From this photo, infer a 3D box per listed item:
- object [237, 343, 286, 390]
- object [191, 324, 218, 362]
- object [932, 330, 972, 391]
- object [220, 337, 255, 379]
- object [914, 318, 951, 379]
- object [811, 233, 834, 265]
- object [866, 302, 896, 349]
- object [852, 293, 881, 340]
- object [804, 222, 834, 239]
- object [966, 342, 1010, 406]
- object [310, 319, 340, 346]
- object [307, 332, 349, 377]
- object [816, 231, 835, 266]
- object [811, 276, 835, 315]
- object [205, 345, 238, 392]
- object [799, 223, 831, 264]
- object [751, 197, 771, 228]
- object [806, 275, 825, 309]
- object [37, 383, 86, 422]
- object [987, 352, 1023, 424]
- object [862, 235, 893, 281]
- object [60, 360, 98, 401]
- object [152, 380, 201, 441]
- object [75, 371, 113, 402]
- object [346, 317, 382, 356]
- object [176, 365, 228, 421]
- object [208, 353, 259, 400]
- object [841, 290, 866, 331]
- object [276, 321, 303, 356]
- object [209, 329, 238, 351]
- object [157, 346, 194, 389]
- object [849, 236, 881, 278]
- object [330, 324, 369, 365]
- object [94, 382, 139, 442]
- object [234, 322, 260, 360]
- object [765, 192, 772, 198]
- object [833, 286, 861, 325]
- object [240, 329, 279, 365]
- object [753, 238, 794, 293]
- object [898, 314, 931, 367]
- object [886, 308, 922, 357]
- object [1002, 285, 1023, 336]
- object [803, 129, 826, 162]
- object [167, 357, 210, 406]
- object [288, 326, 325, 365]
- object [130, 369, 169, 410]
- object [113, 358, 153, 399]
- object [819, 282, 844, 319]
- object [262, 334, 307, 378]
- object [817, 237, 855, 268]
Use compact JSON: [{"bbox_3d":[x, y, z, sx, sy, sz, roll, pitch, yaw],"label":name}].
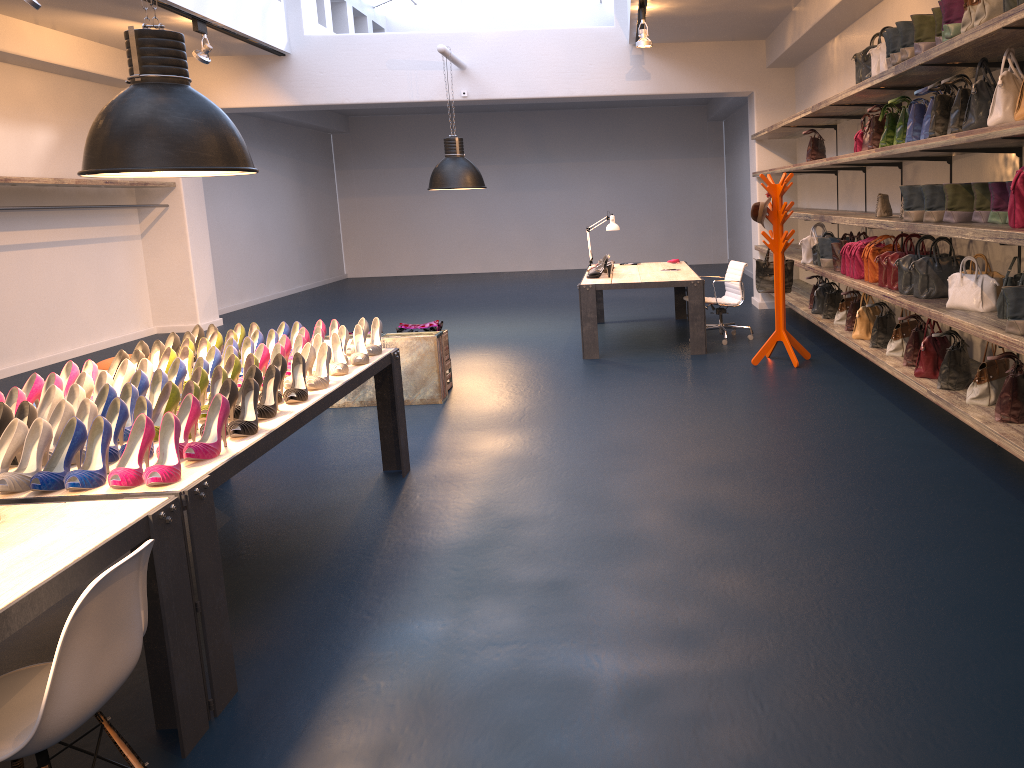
[{"bbox_3d":[-1.175,-0.082,4.084,0.196,0.194,0.251,-1,11,12],"label":"object"},{"bbox_3d":[-1.758,-0.228,4.881,0.201,0.194,0.246,-2,11,4],"label":"object"},{"bbox_3d":[2.616,-0.153,5.173,0.199,0.336,0.410,6,14,44],"label":"object"},{"bbox_3d":[-1.381,-0.124,4.323,0.202,0.194,0.244,-3,11,2],"label":"object"},{"bbox_3d":[2.671,-0.251,5.490,0.178,0.382,0.463,5,13,40],"label":"object"},{"bbox_3d":[2.996,-1.275,8.192,0.332,0.306,0.160,-1,10,10],"label":"object"},{"bbox_3d":[2.796,-0.455,6.581,0.199,0.336,0.410,6,14,44],"label":"object"},{"bbox_3d":[2.859,-0.567,6.965,0.178,0.382,0.463,5,13,40],"label":"object"},{"bbox_3d":[3.078,-1.422,8.685,0.451,0.382,0.183,-7,10,-20],"label":"object"},{"bbox_3d":[2.650,-0.091,4.805,0.164,0.364,0.418,6,13,44],"label":"object"},{"bbox_3d":[-1.058,-0.256,4.895,0.202,0.194,0.244,-3,11,1],"label":"object"},{"bbox_3d":[-0.929,-0.147,4.354,0.209,0.194,0.236,-5,11,-9],"label":"object"},{"bbox_3d":[2.939,-1.253,8.063,0.231,0.326,0.111,-2,9,6],"label":"object"},{"bbox_3d":[3.051,-0.888,8.460,0.178,0.382,0.463,5,13,41],"label":"object"},{"bbox_3d":[-1.387,-0.070,4.064,0.201,0.194,0.246,-2,11,4],"label":"object"},{"bbox_3d":[2.981,-1.370,8.454,0.451,0.382,0.183,-7,10,-20],"label":"object"},{"bbox_3d":[2.234,-1.536,7.797,0.179,0.288,0.280,-1,10,12],"label":"object"},{"bbox_3d":[3.104,-0.943,8.844,0.200,0.336,0.409,5,13,41],"label":"object"},{"bbox_3d":[-1.710,0.114,3.245,0.203,0.194,0.243,-3,11,0],"label":"object"},{"bbox_3d":[2.541,0.004,4.434,0.200,0.336,0.409,5,13,41],"label":"object"},{"bbox_3d":[2.812,-0.959,6.614,0.268,0.358,0.202,-10,11,-35],"label":"object"},{"bbox_3d":[-1.920,0.008,3.785,0.203,0.194,0.243,-3,11,0],"label":"object"},{"bbox_3d":[-1.273,0.101,3.233,0.199,0.194,0.248,-2,11,7],"label":"object"},{"bbox_3d":[-1.728,0.061,3.501,0.201,0.194,0.246,-2,11,4],"label":"object"},{"bbox_3d":[-0.830,-0.268,4.912,0.198,0.194,0.249,-1,11,9],"label":"object"},{"bbox_3d":[-1.259,0.039,3.523,0.201,0.194,0.246,-2,11,4],"label":"object"},{"bbox_3d":[-1.213,-0.022,3.809,0.201,0.194,0.246,-2,11,4],"label":"object"},{"bbox_3d":[2.920,-0.634,7.405,0.200,0.336,0.409,5,13,41],"label":"object"},{"bbox_3d":[-1.278,-0.242,4.867,0.196,0.194,0.251,-1,11,11],"label":"object"},{"bbox_3d":[-1.562,-0.179,4.613,0.201,0.194,0.246,-2,11,4],"label":"object"},{"bbox_3d":[-1.605,-0.065,4.078,0.201,0.194,0.246,-2,11,4],"label":"object"},{"bbox_3d":[2.797,-1.004,6.871,0.229,0.339,0.292,4,12,34],"label":"object"},{"bbox_3d":[-0.867,-0.207,4.630,0.206,0.194,0.240,-4,11,-4],"label":"object"},{"bbox_3d":[-1.504,0.110,3.227,0.201,0.194,0.246,-2,11,4],"label":"object"},{"bbox_3d":[-1.510,-0.237,4.883,0.205,0.194,0.241,-3,11,-3],"label":"object"},{"bbox_3d":[2.350,-1.746,7.921,0.081,0.111,0.063,-6,10,-16],"label":"object"},{"bbox_3d":[3.029,-0.729,7.777,0.164,0.364,0.418,6,13,44],"label":"object"},{"bbox_3d":[-1.331,-0.180,4.580,0.201,0.194,0.246,-2,11,4],"label":"object"},{"bbox_3d":[2.422,-1.100,8.034,0.369,0.519,0.206,-2,9,8],"label":"object"},{"bbox_3d":[2.725,-0.305,5.873,0.200,0.336,0.409,5,13,41],"label":"object"},{"bbox_3d":[2.834,-0.401,6.249,0.164,0.364,0.418,6,13,44],"label":"object"},{"bbox_3d":[2.486,-0.358,4.087,0.439,0.230,0.170,-6,10,-17],"label":"object"},{"bbox_3d":[3.000,-2.360,8.630,0.200,0.336,0.409,5,13,41],"label":"object"},{"bbox_3d":[-1.437,-0.004,3.760,0.207,0.194,0.246,-2,11,4],"label":"object"},{"bbox_3d":[-1.091,-0.195,4.612,0.201,0.194,0.246,-2,11,4],"label":"object"},{"bbox_3d":[-1.499,0.052,3.502,0.201,0.194,0.246,-2,11,4],"label":"object"},{"bbox_3d":[-1.676,0.001,3.778,0.201,0.194,0.246,-2,11,4],"label":"object"},{"bbox_3d":[2.995,-0.791,8.145,0.199,0.336,0.410,6,14,44],"label":"object"},{"bbox_3d":[-1.131,-0.138,4.345,0.198,0.194,0.249,-1,11,8],"label":"object"},{"bbox_3d":[2.960,-1.201,7.924,0.319,0.282,0.194,1,11,21],"label":"object"}]
